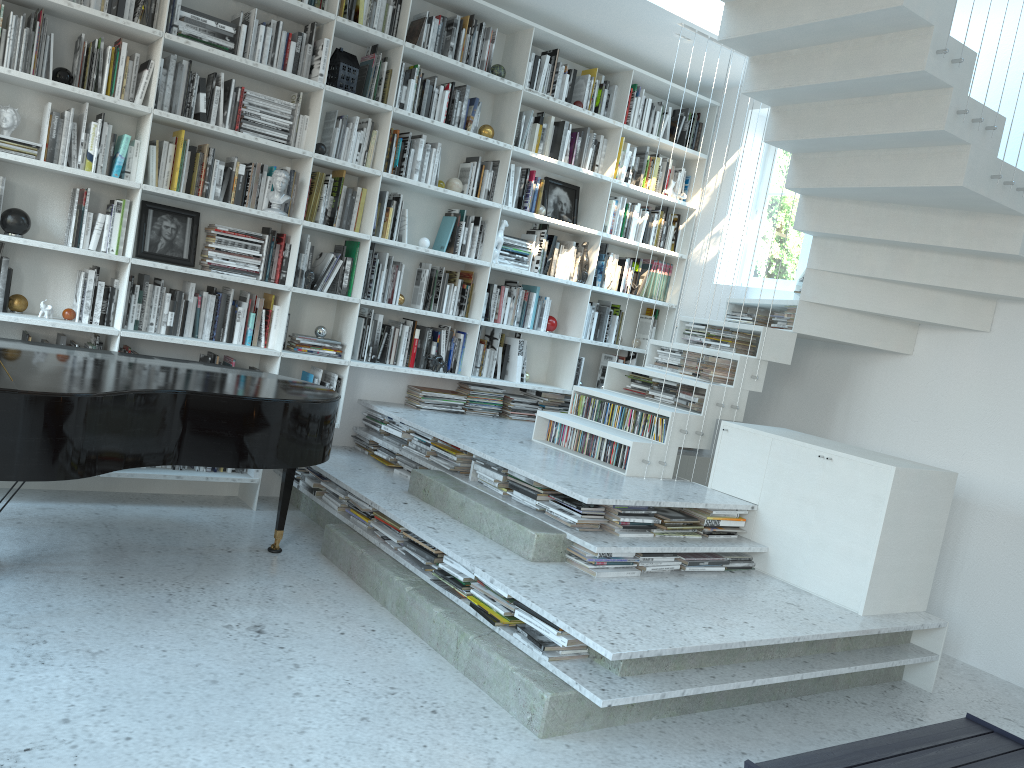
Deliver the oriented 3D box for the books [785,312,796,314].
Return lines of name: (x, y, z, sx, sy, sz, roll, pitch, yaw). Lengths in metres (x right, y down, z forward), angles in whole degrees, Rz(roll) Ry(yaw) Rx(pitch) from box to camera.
books: (1.725, -0.380, 5.078, 0.290, 0.006, 0.149, 10, 4, -7)

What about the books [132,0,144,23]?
books: (-1.850, -1.879, 4.394, 0.055, 0.264, 0.166, 7, 6, -36)

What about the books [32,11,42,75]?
books: (-2.258, -1.592, 4.196, 0.005, 0.316, 0.157, 7, 6, -36)

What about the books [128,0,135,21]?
books: (-1.896, -1.873, 4.388, 0.025, 0.237, 0.152, 7, 6, -36)

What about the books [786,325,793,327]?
books: (1.713, -0.311, 5.079, 0.241, 0.008, 0.168, 10, 4, -8)

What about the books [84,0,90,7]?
books: (-2.048, -1.918, 4.269, 0.026, 0.287, 0.137, 7, 6, -36)

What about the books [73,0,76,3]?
books: (-2.082, -1.932, 4.228, 0.012, 0.308, 0.145, 7, 6, -36)

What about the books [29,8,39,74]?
books: (-2.266, -1.595, 4.183, 0.004, 0.321, 0.152, 7, 6, -36)

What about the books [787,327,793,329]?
books: (1.707, -0.302, 5.101, 0.210, 0.015, 0.130, 10, 4, -9)

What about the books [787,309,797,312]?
books: (1.726, -0.399, 5.091, 0.262, 0.016, 0.131, 10, 4, -13)

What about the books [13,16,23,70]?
books: (-2.312, -1.570, 4.135, 0.009, 0.261, 0.180, 7, 6, -35)

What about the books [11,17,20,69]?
books: (-2.329, -1.571, 4.143, 0.011, 0.256, 0.152, 7, 6, -36)

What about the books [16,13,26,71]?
books: (-2.306, -1.579, 4.145, 0.011, 0.279, 0.169, 7, 6, -36)

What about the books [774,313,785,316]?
books: (1.700, -0.399, 5.320, 0.182, 0.016, 0.198, 10, 4, -15)

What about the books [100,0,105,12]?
books: (-1.992, -1.882, 4.304, 0.013, 0.231, 0.141, 7, 6, -36)

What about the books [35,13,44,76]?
books: (-2.248, -1.585, 4.199, 0.005, 0.306, 0.162, 7, 6, -36)

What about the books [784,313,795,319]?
books: (1.720, -0.365, 5.068, 0.262, 0.023, 0.200, 10, 4, -9)

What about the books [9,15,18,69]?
books: (-2.337, -1.575, 4.137, 0.010, 0.262, 0.169, 7, 6, -36)

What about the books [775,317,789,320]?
books: (1.711, -0.377, 5.325, 0.161, 0.012, 0.253, 10, 4, -12)

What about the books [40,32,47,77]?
books: (-2.245, -1.552, 4.225, 0.009, 0.237, 0.134, 7, 6, -36)

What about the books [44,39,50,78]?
books: (-2.227, -1.535, 4.230, 0.004, 0.210, 0.131, 7, 6, -35)

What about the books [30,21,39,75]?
books: (-2.262, -1.564, 4.183, 0.010, 0.262, 0.158, 7, 6, -36)

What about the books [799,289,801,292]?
books: (1.764, -0.511, 5.012, 0.256, 0.010, 0.163, 11, 4, 9)

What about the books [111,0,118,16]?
books: (-1.951, -1.908, 4.343, 0.022, 0.291, 0.146, 7, 6, -36)

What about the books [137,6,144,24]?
books: (-1.834, -1.896, 4.401, 0.058, 0.303, 0.174, 7, 6, -36)

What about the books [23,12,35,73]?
books: (-2.277, -1.581, 4.162, 0.011, 0.292, 0.176, 7, 6, -36)

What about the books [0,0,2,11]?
books: (-2.390, -1.610, 4.097, 0.011, 0.317, 0.154, 7, 6, -36)

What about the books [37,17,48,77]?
books: (-2.229, -1.572, 4.190, 0.011, 0.287, 0.188, 7, 6, -36)

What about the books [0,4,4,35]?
books: (-2.373, -1.589, 4.087, 0.010, 0.284, 0.183, 7, 6, -36)

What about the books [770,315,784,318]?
books: (1.700, -0.388, 5.321, 0.192, 0.006, 0.298, 10, 4, -11)

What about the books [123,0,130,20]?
books: (-1.907, -1.866, 4.362, 0.022, 0.223, 0.160, 7, 6, -36)

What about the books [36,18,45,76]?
books: (-2.245, -1.574, 4.200, 0.004, 0.284, 0.166, 7, 6, -35)

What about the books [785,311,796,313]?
books: (1.726, -0.386, 5.080, 0.285, 0.007, 0.159, 10, 4, -10)

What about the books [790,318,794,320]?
books: (1.719, -0.351, 5.085, 0.208, 0.008, 0.143, 9, 5, -16)

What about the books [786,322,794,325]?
books: (1.715, -0.322, 5.076, 0.223, 0.015, 0.179, 10, 4, -12)

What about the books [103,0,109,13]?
books: (-1.969, -1.919, 4.299, 0.011, 0.314, 0.183, 7, 6, -36)

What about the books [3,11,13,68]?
books: (-2.340, -1.574, 4.103, 0.009, 0.263, 0.189, 7, 6, -35)

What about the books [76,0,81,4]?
books: (-2.090, -1.888, 4.263, 0.024, 0.212, 0.128, 7, 6, -36)

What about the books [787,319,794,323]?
books: (1.718, -0.338, 5.076, 0.238, 0.018, 0.173, 10, 4, -9)

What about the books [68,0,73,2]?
books: (-2.109, -1.872, 4.222, 0.028, 0.180, 0.168, 7, 6, -36)

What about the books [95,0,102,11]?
books: (-2.008, -1.899, 4.294, 0.028, 0.261, 0.135, 7, 6, -36)

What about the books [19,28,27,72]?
books: (-2.299, -1.542, 4.149, 0.011, 0.209, 0.180, 7, 6, -36)

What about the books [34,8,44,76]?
books: (-2.251, -1.599, 4.196, 0.005, 0.331, 0.161, 7, 6, -36)

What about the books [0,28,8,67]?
books: (-2.376, -1.542, 4.116, 0.029, 0.187, 0.149, 7, 6, -36)

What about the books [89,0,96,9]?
books: (-2.021, -1.882, 4.266, 0.021, 0.226, 0.191, 7, 6, -36)

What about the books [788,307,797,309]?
books: (1.732, -0.408, 5.067, 0.266, 0.008, 0.163, 9, 5, -16)

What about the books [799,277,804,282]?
books: (1.773, -0.566, 5.000, 0.283, 0.012, 0.175, 11, 4, 9)

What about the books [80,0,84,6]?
books: (-2.062, -1.880, 4.252, 0.010, 0.208, 0.173, 7, 6, -36)

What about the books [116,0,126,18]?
books: (-1.926, -1.866, 4.345, 0.030, 0.218, 0.182, 7, 6, -36)

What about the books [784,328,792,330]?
books: (1.708, -0.289, 5.086, 0.260, 0.009, 0.152, 10, 4, -7)

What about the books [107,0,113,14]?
books: (-1.976, -1.872, 4.331, 0.024, 0.214, 0.150, 7, 6, -36)

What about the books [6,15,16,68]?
books: (-2.334, -1.567, 4.111, 0.012, 0.252, 0.183, 7, 6, -36)

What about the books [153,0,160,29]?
books: (-1.808, -1.841, 4.470, 0.019, 0.194, 0.098, 7, 6, -36)

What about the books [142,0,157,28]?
books: (-1.822, -1.851, 4.450, 0.028, 0.212, 0.134, 7, 6, -36)

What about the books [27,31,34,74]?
books: (-2.289, -1.547, 4.192, 0.012, 0.217, 0.133, 7, 6, -36)

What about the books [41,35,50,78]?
books: (-2.234, -1.540, 4.226, 0.012, 0.218, 0.150, 7, 6, -36)

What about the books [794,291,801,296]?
books: (1.819, -0.518, 5.283, 0.226, 0.013, 0.284, 13, 5, 27)

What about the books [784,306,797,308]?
books: (1.731, -0.417, 5.080, 0.300, 0.007, 0.158, 10, 4, -11)

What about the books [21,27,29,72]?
books: (-2.303, -1.553, 4.175, 0.011, 0.226, 0.129, 7, 6, -36)
